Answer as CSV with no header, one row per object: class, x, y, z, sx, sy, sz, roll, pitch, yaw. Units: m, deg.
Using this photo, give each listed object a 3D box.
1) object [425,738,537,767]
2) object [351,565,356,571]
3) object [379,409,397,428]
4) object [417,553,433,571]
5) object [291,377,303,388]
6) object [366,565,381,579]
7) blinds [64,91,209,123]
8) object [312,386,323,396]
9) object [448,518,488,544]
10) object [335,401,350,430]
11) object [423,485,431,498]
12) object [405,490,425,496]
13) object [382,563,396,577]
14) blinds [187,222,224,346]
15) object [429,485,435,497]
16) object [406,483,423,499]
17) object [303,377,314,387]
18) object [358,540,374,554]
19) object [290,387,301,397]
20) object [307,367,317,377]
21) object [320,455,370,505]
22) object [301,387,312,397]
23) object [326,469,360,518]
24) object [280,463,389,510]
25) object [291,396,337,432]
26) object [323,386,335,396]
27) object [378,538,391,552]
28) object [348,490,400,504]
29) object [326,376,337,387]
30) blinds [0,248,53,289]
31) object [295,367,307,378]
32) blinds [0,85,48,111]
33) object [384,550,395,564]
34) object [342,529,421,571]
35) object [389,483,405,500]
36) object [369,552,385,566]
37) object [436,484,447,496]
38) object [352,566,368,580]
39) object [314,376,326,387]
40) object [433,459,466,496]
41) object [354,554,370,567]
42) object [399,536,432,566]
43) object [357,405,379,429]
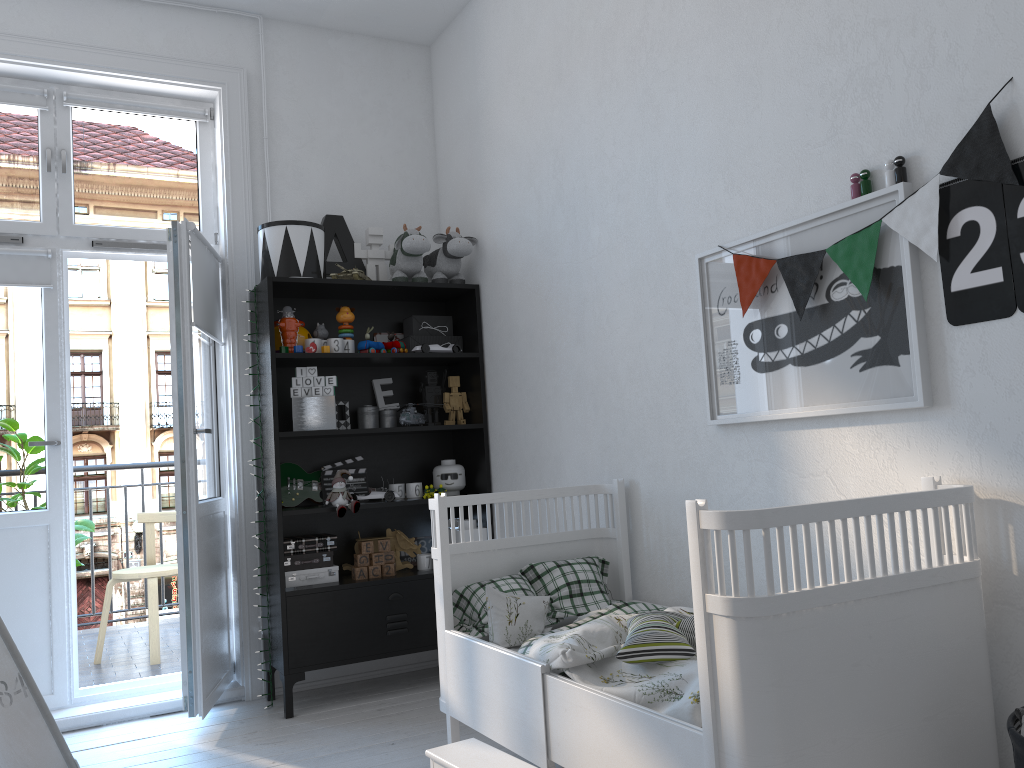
object,-0.100,0.976,1.970,0.288,0.245,0.332,-1,-5,-33
object,-0.629,0.771,3.646,0.050,0.050,0.050,-1,-5,-28
object,-0.496,0.146,3.814,0.078,0.091,0.246,-1,-5,-33
object,-0.367,0.754,3.747,0.067,0.067,0.067,-2,-4,-14
object,-0.858,-0.004,3.536,0.040,0.040,0.040,-2,-5,-18
object,-0.565,0.765,3.618,0.050,0.050,0.050,-2,-5,-23
blinds,-1.578,-1.169,3.746,0.565,0.060,0.032,-1,-5,-28
object,-0.780,0.032,3.550,0.040,0.040,0.040,-3,-4,-13
object,-0.219,0.688,3.861,0.132,0.199,0.267,-1,-5,-28
object,-0.736,0.141,3.822,0.070,0.134,0.028,-1,-5,-28
object,-0.355,0.452,3.711,0.031,0.054,0.042,-5,-5,22
object,-0.445,0.482,3.900,0.163,0.034,0.070,-1,-5,-28
object,-0.506,0.764,3.650,0.050,0.050,0.050,-4,-4,2
blinds,-1.212,-0.381,3.537,0.032,0.390,0.566,-3,-4,-8
object,-0.342,0.456,3.778,0.042,0.054,0.031,-1,-5,-28
object,-0.412,0.451,3.742,0.067,0.067,0.067,-2,-4,-14
object,-0.813,-0.006,3.546,0.040,0.040,0.040,-3,-4,-8
object,-0.597,0.668,3.625,0.050,0.050,0.050,-1,-5,-28
object,-0.861,0.036,3.532,0.040,0.040,0.040,-3,-4,-13
object,-0.803,-0.047,3.552,0.040,0.040,0.040,-2,-5,-18
object,-0.711,0.408,3.767,0.200,0.199,0.048,-1,-5,-28
object,-0.825,0.035,3.548,0.040,0.040,0.040,-2,-5,-23
object,-0.664,0.429,3.487,0.110,0.186,0.129,0,-6,-41
object,-0.757,0.442,3.769,0.542,0.239,0.093,-1,-5,-27
object,-0.798,0.123,3.575,0.170,0.138,0.124,-3,-4,-13
object,-0.735,0.030,3.561,0.040,0.040,0.040,-4,-4,2
object,-0.528,0.667,3.664,0.050,0.050,0.050,-3,-4,-8
object,-0.579,0.465,3.661,0.230,0.048,0.098,-3,-4,-3
object,-0.726,-0.010,3.566,0.040,0.040,0.040,-3,-4,-3
blinds,-2.084,-0.454,3.406,0.565,0.158,0.032,-1,-5,-28
object,-0.843,-0.045,3.542,0.040,0.040,0.040,-2,-5,-23
blinds,-2.126,-1.145,3.455,0.565,0.087,0.032,-1,-5,-28
object,-0.519,0.717,3.678,0.050,0.050,0.050,-1,-5,-28
object,-0.554,0.711,3.781,0.337,0.186,0.111,-3,-4,-13
object,-0.486,0.457,3.755,0.067,0.067,0.067,-2,-4,-14
object,-0.554,0.715,3.629,0.050,0.050,0.050,-1,-5,-28
object,-0.302,0.453,3.766,0.042,0.054,0.031,-5,-4,17
object,-0.617,0.766,3.591,0.050,0.050,0.050,-1,-5,-28
object,-0.769,-0.008,3.556,0.040,0.040,0.040,-4,-4,2
object,-0.275,0.412,3.876,0.139,0.162,0.139,-7,-5,37
object,-0.613,0.718,3.620,0.050,0.050,0.050,-1,-5,-28
object,-0.459,0.745,3.929,0.347,0.120,0.034,-1,-5,-28
object,-0.623,0.148,3.842,0.095,0.110,0.095,-2,-5,-23
